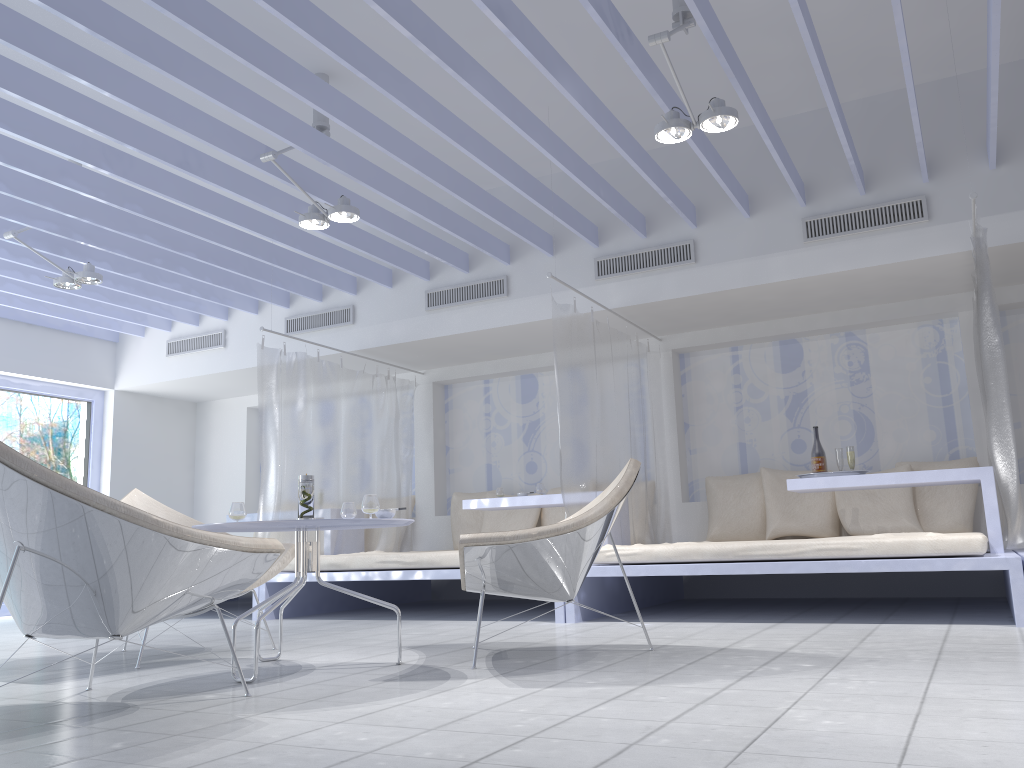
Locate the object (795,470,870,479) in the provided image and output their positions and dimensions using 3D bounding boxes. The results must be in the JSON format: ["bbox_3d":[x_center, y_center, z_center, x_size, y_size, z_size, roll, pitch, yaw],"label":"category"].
[{"bbox_3d":[1.896,0.545,5.250,0.429,0.031,0.275,-8,-12,28],"label":"object"}]

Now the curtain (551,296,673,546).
[{"bbox_3d":[0.717,0.376,5.877,0.125,1.559,1.998,-7,-12,25],"label":"curtain"}]

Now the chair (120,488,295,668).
[{"bbox_3d":[-1.547,0.830,4.013,0.753,0.759,0.906,-10,-13,37],"label":"chair"}]

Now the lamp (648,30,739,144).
[{"bbox_3d":[0.729,-1.282,3.833,0.380,0.218,0.587,-7,-12,27],"label":"lamp"}]

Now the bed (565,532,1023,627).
[{"bbox_3d":[1.729,1.114,5.246,2.200,0.422,2.022,-7,-12,27],"label":"bed"}]

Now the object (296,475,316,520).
[{"bbox_3d":[-0.800,0.447,3.443,0.075,0.189,0.075,-6,-11,19],"label":"object"}]

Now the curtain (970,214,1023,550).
[{"bbox_3d":[2.643,0.099,4.852,0.151,1.552,2.050,-7,-12,27],"label":"curtain"}]

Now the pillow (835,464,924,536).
[{"bbox_3d":[2.435,0.785,5.909,0.528,0.482,0.307,-6,-11,22],"label":"pillow"}]

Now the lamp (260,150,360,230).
[{"bbox_3d":[-1.120,-1.044,4.778,0.380,0.218,0.587,-7,-12,27],"label":"lamp"}]

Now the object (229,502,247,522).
[{"bbox_3d":[-1.063,0.505,3.438,0.068,0.091,0.068,7,-13,-39],"label":"object"}]

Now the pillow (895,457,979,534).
[{"bbox_3d":[2.778,0.746,5.836,0.572,0.510,0.231,-8,-12,28],"label":"pillow"}]

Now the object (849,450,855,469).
[{"bbox_3d":[2.009,0.462,5.245,0.059,0.174,0.059,-1,-10,-5],"label":"object"}]

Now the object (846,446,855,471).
[{"bbox_3d":[1.985,0.452,5.186,0.059,0.174,0.059,-1,-10,-5],"label":"object"}]

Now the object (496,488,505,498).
[{"bbox_3d":[-0.084,0.796,6.407,0.068,0.091,0.068,6,-13,-36],"label":"object"}]

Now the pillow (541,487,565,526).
[{"bbox_3d":[0.448,1.029,6.990,0.233,0.527,0.537,7,-14,-42],"label":"pillow"}]

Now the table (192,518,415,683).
[{"bbox_3d":[-0.778,0.796,3.345,0.823,0.534,0.825,-5,-11,18],"label":"table"}]

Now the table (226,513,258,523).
[{"bbox_3d":[-1.731,1.249,7.059,1.065,0.450,0.416,-7,-12,27],"label":"table"}]

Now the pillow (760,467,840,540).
[{"bbox_3d":[2.012,0.827,6.190,0.537,0.527,0.233,-3,-10,7],"label":"pillow"}]

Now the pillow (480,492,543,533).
[{"bbox_3d":[-0.024,1.102,7.166,0.528,0.482,0.307,-8,-12,32],"label":"pillow"}]

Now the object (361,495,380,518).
[{"bbox_3d":[-0.521,0.454,3.267,0.068,0.091,0.068,5,-12,-34],"label":"object"}]

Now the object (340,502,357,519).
[{"bbox_3d":[-0.683,0.541,3.707,0.068,0.091,0.068,-6,-11,20],"label":"object"}]

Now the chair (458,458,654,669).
[{"bbox_3d":[0.173,0.683,3.540,0.753,0.759,0.906,-2,-10,-2],"label":"chair"}]

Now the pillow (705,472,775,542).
[{"bbox_3d":[1.644,0.903,6.403,0.524,0.521,0.230,-8,-12,29],"label":"pillow"}]

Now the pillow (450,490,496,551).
[{"bbox_3d":[-0.284,1.141,7.401,0.572,0.510,0.231,-7,-12,26],"label":"pillow"}]

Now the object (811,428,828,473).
[{"bbox_3d":[1.835,0.407,5.320,0.092,0.302,0.092,-1,-10,-5],"label":"object"}]

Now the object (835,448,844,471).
[{"bbox_3d":[1.951,0.469,5.275,0.059,0.174,0.059,-1,-10,-5],"label":"object"}]

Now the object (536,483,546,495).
[{"bbox_3d":[0.198,0.734,6.124,0.068,0.091,0.068,6,-13,-36],"label":"object"}]

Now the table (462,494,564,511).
[{"bbox_3d":[0.230,0.996,6.057,1.065,0.450,0.416,-7,-12,27],"label":"table"}]

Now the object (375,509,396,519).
[{"bbox_3d":[-0.487,0.505,3.413,0.082,0.043,0.082,-1,-10,-4],"label":"object"}]

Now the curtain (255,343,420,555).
[{"bbox_3d":[-1.265,0.602,6.849,0.151,1.552,2.050,-7,-12,27],"label":"curtain"}]

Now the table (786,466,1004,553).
[{"bbox_3d":[2.173,0.746,5.064,1.065,0.450,0.416,-7,-12,27],"label":"table"}]

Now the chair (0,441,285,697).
[{"bbox_3d":[-1.247,0.558,2.587,0.906,0.759,0.753,-6,-11,22],"label":"chair"}]

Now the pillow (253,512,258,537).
[{"bbox_3d":[-2.263,1.406,8.399,0.524,0.521,0.230,-8,-12,29],"label":"pillow"}]

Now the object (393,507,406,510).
[{"bbox_3d":[-0.456,0.484,3.415,0.098,0.016,0.012,-1,-10,-6],"label":"object"}]

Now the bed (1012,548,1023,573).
[{"bbox_3d":[3.677,0.858,4.233,2.200,0.427,2.016,-7,-12,27],"label":"bed"}]

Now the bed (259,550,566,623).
[{"bbox_3d":[-0.230,1.361,6.230,2.200,0.427,2.016,-7,-12,27],"label":"bed"}]

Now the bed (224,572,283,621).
[{"bbox_3d":[-2.177,1.617,7.243,2.200,0.422,2.022,-7,-12,27],"label":"bed"}]

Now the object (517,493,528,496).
[{"bbox_3d":[0.077,0.798,6.316,0.082,0.043,0.082,0,-11,-11],"label":"object"}]

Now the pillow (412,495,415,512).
[{"bbox_3d":[-1.128,1.249,7.833,0.572,0.510,0.231,-8,-12,28],"label":"pillow"}]

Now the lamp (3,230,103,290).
[{"bbox_3d":[-2.986,-0.804,5.732,0.380,0.218,0.587,-7,-12,27],"label":"lamp"}]
